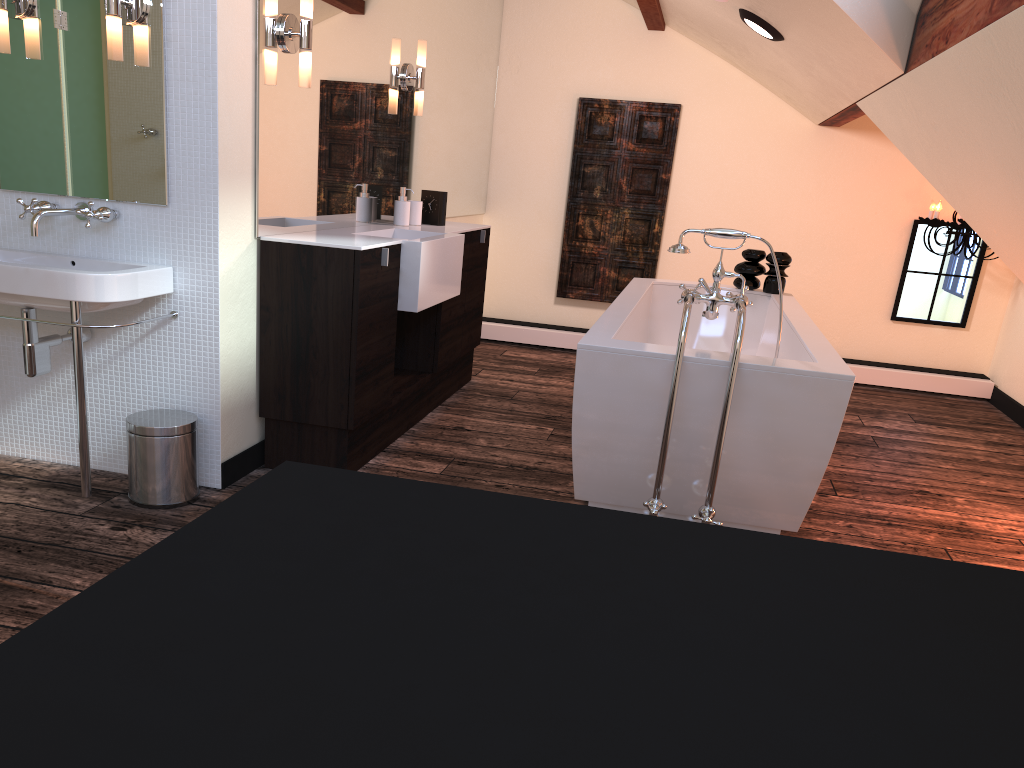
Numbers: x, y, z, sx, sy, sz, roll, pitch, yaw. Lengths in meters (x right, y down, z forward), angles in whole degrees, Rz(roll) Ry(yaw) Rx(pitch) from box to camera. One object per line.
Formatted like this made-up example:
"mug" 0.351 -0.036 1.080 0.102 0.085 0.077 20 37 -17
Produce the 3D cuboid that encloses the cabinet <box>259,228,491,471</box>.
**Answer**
"cabinet" -0.514 -0.285 3.984 0.385 0.933 1.838 8 15 10

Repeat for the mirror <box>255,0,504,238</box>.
"mirror" -0.442 -1.808 4.247 0.011 1.863 3.203 8 16 10

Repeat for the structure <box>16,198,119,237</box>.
"structure" -1.391 -0.574 2.733 0.297 0.124 0.234 8 15 10

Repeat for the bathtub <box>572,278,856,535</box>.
"bathtub" 0.786 0.000 3.717 0.798 0.701 2.195 8 15 10

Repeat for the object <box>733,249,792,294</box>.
"object" 1.247 -0.630 4.433 0.274 0.231 0.155 18 21 39

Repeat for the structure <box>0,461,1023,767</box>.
"structure" 0.026 0.670 0.749 0.868 0.870 0.793 8 16 10

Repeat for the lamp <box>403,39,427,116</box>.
"lamp" -0.447 -1.585 4.134 0.083 0.369 0.130 8 17 10

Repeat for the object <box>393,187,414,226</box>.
"object" -0.504 -0.909 4.083 0.073 0.192 0.079 -8 21 -37

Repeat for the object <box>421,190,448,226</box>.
"object" -0.383 -0.953 4.315 0.116 0.180 0.066 16 19 32

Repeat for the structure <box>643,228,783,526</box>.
"structure" 0.577 0.036 2.770 0.383 1.132 0.549 13 18 24

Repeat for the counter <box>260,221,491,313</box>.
"counter" -0.458 -0.596 3.884 0.442 0.299 1.838 8 15 11

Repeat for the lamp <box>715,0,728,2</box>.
"lamp" 0.766 -1.912 3.763 0.328 0.173 0.366 7 15 6

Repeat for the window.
"window" 2.678 -0.763 5.547 0.448 0.709 0.045 8 17 10

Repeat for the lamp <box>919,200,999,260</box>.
"lamp" 2.670 -1.365 5.015 0.539 1.137 0.611 12 17 21

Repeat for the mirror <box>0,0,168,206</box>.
"mirror" -1.311 -1.274 2.635 0.603 1.291 0.011 8 17 10

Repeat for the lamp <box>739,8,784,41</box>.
"lamp" 1.072 -1.711 3.803 0.214 0.131 0.244 7 15 6

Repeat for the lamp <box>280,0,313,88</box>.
"lamp" -0.708 -1.299 2.965 0.083 0.369 0.130 8 17 10

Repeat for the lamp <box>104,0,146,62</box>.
"lamp" -1.138 -1.232 2.557 0.131 0.369 0.082 8 17 10

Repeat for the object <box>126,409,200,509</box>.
"object" -1.139 0.269 2.896 0.222 0.310 0.220 -2 18 -23

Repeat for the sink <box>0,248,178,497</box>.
"sink" -1.472 -0.044 2.846 0.680 0.794 0.343 8 17 10

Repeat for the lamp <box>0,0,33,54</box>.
"lamp" -1.506 -1.284 2.624 0.131 0.369 0.082 8 17 10

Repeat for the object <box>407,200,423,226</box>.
"object" -0.464 -0.902 4.203 0.073 0.124 0.073 7 16 6
